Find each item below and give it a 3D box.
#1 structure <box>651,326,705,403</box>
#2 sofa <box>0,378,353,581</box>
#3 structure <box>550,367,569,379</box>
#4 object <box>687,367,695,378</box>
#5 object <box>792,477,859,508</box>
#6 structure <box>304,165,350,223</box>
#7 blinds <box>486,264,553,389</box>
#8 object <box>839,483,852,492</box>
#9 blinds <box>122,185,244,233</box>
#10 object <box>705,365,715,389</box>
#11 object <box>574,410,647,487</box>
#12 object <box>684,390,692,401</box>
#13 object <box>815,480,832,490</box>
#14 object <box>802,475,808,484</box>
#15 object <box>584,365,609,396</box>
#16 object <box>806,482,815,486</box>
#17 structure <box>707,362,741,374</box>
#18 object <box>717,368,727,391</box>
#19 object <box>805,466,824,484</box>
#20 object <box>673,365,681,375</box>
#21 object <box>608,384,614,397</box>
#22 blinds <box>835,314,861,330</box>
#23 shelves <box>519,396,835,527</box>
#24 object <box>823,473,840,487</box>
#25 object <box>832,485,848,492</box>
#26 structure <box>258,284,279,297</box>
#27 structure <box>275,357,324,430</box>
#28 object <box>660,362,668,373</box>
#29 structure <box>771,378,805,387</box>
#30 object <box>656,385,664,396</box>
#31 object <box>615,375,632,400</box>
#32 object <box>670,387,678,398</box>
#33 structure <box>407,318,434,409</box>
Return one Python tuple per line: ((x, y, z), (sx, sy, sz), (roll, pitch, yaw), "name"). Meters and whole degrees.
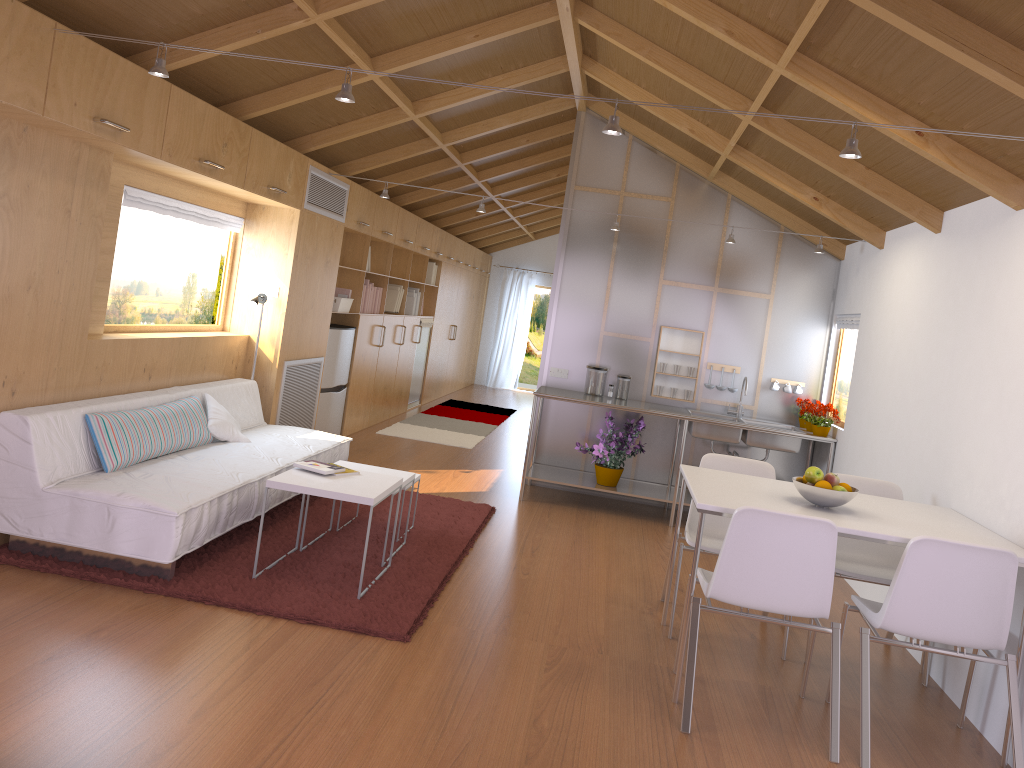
((1.266, -0.152, 6.758), (0.328, 0.544, 0.076), (8, 0, 7), "structure")
((-1.607, 0.404, 4.730), (0.863, 0.627, 2.358), (9, 5, 6), "sofa")
((0.368, -0.086, 6.900), (0.142, 0.071, 0.011), (9, 1, 7), "structure")
((1.360, -0.090, 6.738), (0.061, 0.077, 0.061), (8, 2, -19), "object")
((1.241, 0.444, 3.521), (0.254, 0.090, 0.257), (5, 6, -41), "object")
((-1.359, -1.389, 6.526), (0.013, 0.300, 0.904), (8, 4, 6), "structure")
((0.949, -0.782, 14.633), (2.850, 2.035, 0.233), (9, 0, 6), "blinds")
((1.321, 0.428, 3.525), (0.067, 0.066, 0.068), (6, 3, -39), "object")
((-1.944, -1.036, 5.339), (0.047, 0.111, 1.499), (8, 5, 6), "blinds")
((1.514, -0.050, 6.718), (0.075, 0.183, 0.074), (9, 1, 38), "object")
((0.731, 0.464, 6.419), (0.524, 0.552, 0.352), (8, 2, -2), "object")
((1.335, 0.085, 6.739), (0.061, 0.077, 0.061), (8, 2, -19), "object")
((1.217, 0.411, 3.459), (0.067, 0.067, 0.068), (7, 3, -18), "object")
((1.217, 0.392, 3.596), (0.067, 0.067, 0.068), (7, 3, -18), "object")
((0.640, -0.023, 6.751), (0.172, 0.215, 0.171), (9, 2, 20), "object")
((1.209, 0.423, 3.530), (0.080, 0.089, 0.078), (7, 3, -34), "object")
((1.616, -0.121, 6.746), (0.251, 0.051, 0.016), (9, 1, 7), "structure")
((1.599, -0.037, 6.708), (0.075, 0.183, 0.074), (9, 1, 38), "object")
((1.197, 0.362, 3.502), (0.070, 0.069, 0.077), (9, 3, 7), "object")
((1.259, -0.106, 6.751), (0.061, 0.077, 0.061), (8, 2, -19), "object")
((0.744, 0.050, 6.661), (0.037, 0.092, 0.037), (9, 1, 22), "object")
((2.394, -0.441, 6.268), (0.047, 0.111, 0.726), (8, 5, 6), "blinds")
((1.165, 0.596, 6.479), (2.095, 0.752, 0.633), (9, 2, 7), "shelves")
((1.269, 0.386, 3.515), (0.064, 0.067, 0.061), (11, 3, 45), "object")
((1.281, 0.433, 3.467), (0.070, 0.069, 0.077), (9, 3, 7), "object")
((-1.668, -0.638, 6.056), (0.142, 0.071, 0.011), (9, 1, 7), "structure")
((-1.584, 0.170, 6.561), (0.013, 0.720, 0.820), (8, 3, 6), "structure")
((1.157, -0.122, 6.763), (0.061, 0.077, 0.061), (9, 2, 19), "object")
((2.088, -0.010, 6.676), (0.251, 0.032, 0.041), (9, 3, 7), "structure")
((1.131, 0.053, 6.764), (0.061, 0.077, 0.061), (9, 2, 19), "object")
((0.845, 0.028, 6.746), (0.113, 0.177, 0.113), (9, 2, 27), "object")
((1.233, 0.069, 6.752), (0.061, 0.077, 0.061), (8, 2, -19), "object")
((-1.218, -0.276, 10.557), (0.316, 1.078, 0.726), (8, 2, 6), "structure")
